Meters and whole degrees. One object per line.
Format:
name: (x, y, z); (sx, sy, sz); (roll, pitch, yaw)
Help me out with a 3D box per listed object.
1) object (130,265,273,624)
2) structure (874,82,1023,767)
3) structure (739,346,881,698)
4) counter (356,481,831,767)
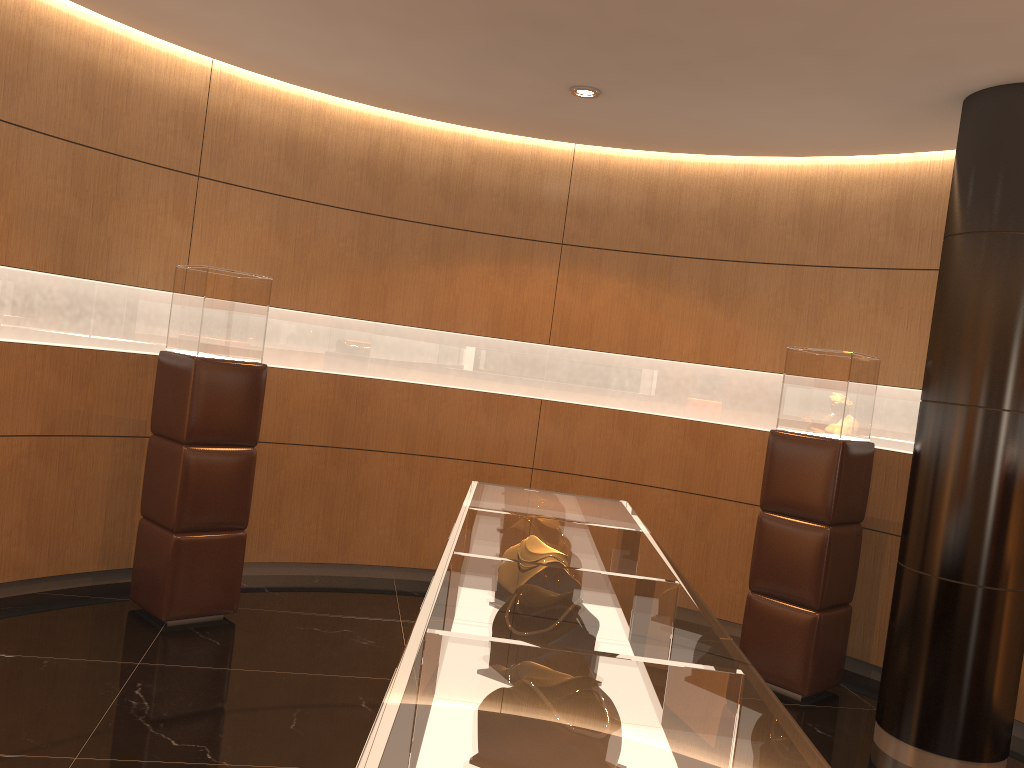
object: (-1.794, 0.338, 5.150); (0.498, 2.000, 0.484); (9, 2, 44)
structure: (2.379, 0.180, 4.455); (0.613, 3.430, 0.613); (8, 1, 5)
structure: (1.782, 0.802, 5.286); (0.498, 2.000, 0.484); (9, 2, 45)
counter: (0.056, 1.023, 2.171); (0.615, 1.173, 2.514); (7, 1, 0)
